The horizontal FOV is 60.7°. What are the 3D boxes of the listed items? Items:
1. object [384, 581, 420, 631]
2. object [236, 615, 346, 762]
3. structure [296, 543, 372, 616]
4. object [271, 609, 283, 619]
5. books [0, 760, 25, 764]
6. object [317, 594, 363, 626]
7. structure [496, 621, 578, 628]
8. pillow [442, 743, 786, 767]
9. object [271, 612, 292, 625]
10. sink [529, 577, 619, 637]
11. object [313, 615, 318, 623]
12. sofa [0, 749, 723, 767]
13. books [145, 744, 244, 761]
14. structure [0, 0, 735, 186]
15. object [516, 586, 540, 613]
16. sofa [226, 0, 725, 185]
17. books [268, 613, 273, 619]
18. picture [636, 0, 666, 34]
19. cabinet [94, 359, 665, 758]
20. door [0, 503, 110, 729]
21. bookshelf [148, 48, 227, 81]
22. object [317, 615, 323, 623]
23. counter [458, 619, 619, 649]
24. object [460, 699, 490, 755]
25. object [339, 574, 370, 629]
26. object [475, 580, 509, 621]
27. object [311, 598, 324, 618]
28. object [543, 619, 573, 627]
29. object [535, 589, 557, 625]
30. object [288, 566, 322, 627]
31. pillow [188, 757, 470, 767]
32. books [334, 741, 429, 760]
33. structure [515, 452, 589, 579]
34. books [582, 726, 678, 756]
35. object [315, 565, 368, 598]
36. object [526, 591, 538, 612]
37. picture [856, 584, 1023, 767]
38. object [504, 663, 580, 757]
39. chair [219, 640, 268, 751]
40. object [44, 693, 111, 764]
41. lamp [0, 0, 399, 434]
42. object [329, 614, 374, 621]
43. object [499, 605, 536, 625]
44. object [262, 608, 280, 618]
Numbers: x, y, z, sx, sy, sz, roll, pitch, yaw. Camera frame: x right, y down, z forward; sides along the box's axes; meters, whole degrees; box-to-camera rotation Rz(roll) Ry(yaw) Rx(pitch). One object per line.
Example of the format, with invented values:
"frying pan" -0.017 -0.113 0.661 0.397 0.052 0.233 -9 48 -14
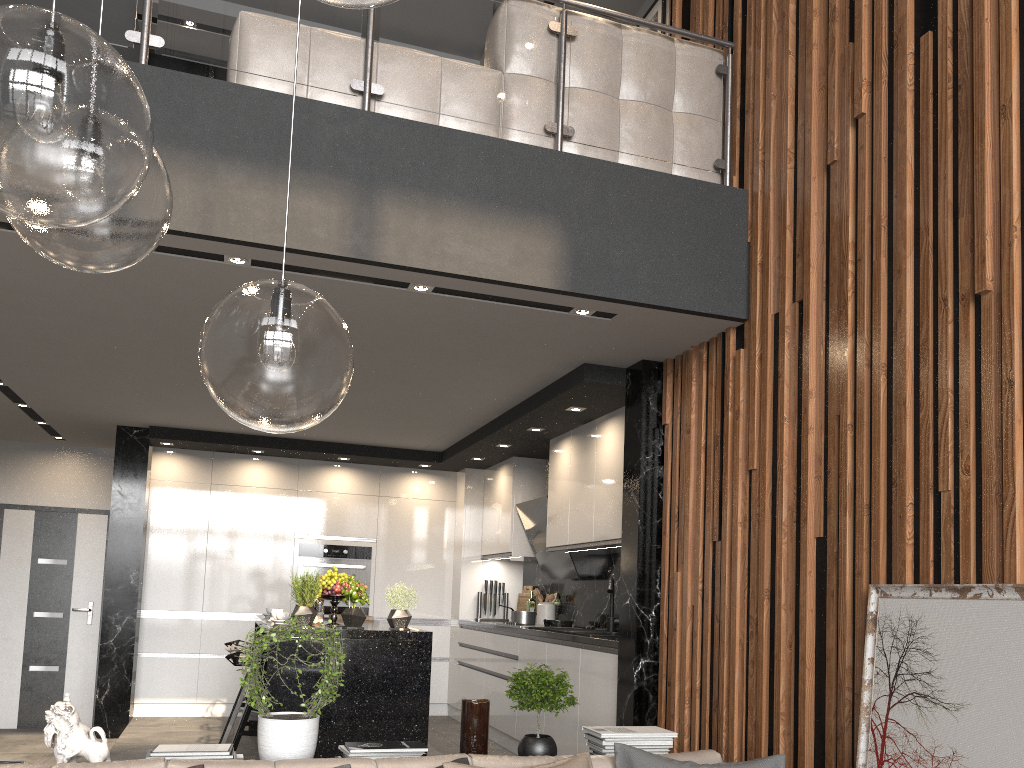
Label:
"object" -0.648 1.297 5.125 0.221 0.279 0.215 3 -8 -5
"object" -0.802 1.120 3.161 0.389 0.566 0.217 8 -8 -37
"structure" -1.702 1.840 8.213 0.657 0.621 0.663 5 -10 -18
"object" -1.563 1.540 5.834 0.077 0.069 0.085 -4 -12 31
"books" -1.750 1.260 2.834 0.294 0.053 0.187 6 -13 -13
"object" -1.085 1.381 5.343 0.369 0.184 0.374 -6 -15 35
"structure" 0.205 1.894 6.843 0.512 0.059 0.612 7 -14 -17
"pillow" 0.477 1.468 2.751 1.382 0.538 0.779 -1 -11 12
"object" -1.378 1.414 5.281 0.156 0.069 0.158 -8 -16 40
"sink" 0.537 1.571 5.903 0.500 0.536 1.135 5 -12 -17
"object" -1.266 1.479 5.517 0.074 0.058 0.062 2 -10 3
"sofa" -0.371 1.443 2.068 3.257 0.803 1.914 7 -13 -18
"books" -1.114 1.323 3.060 0.349 0.098 0.198 7 -13 -18
"structure" -1.484 -1.102 4.995 4.239 0.726 3.445 7 -14 -17
"object" 0.139 1.983 7.888 0.098 0.324 0.408 4 -10 -17
"sofa" -0.371 -1.114 4.834 2.286 0.767 2.333 6 -14 -17
"books" -1.554 1.647 6.197 0.324 0.037 0.176 7 -14 -18
"picture" 0.894 -2.307 6.504 0.025 0.642 1.011 4 -11 -17
"cabinet" -1.113 1.197 6.144 3.634 3.179 6.327 5 -12 -17
"door" -4.318 2.179 8.163 0.978 2.046 0.171 4 -5 -18
"bookshelf" -1.450 -1.315 7.732 3.535 2.473 0.251 6 -6 -18
"object" -1.270 1.492 5.571 0.131 0.058 0.071 6 -11 -18
"counter" 0.338 1.819 6.433 0.612 0.039 3.527 6 -14 -17
"object" -0.144 1.347 3.366 0.109 0.263 0.110 4 -6 -12
"object" -0.905 1.246 5.016 0.179 0.307 0.175 3 -7 -7
"object" -0.174 1.988 8.034 0.323 0.366 0.067 5 -6 -18
"object" -1.505 1.652 6.710 0.152 0.278 0.202 7 -9 -34
"object" 0.310 1.830 6.708 0.356 0.059 0.235 13 -17 -38
"object" 0.288 1.853 7.279 0.175 0.299 0.160 4 -7 -14
"object" -1.158 1.194 4.957 0.197 0.362 0.189 -1 -8 27
"pillow" -0.872 1.329 2.423 1.949 0.490 0.552 7 -11 -19
"books" -0.492 1.391 3.259 0.326 0.097 0.209 6 -13 -18
"structure" 0.336 1.031 6.947 0.415 1.012 0.750 4 -8 -17
"books" 0.470 1.467 3.521 0.334 0.147 0.203 6 -11 -17
"object" -1.074 1.222 5.367 0.349 0.211 0.325 6 -12 -20
"object" 0.179 1.934 7.590 0.090 0.278 0.083 4 -6 -17
"picture" 1.303 1.100 2.637 0.102 0.980 0.741 4 -8 -17
"object" 0.106 1.308 3.457 0.310 0.401 0.276 -3 -9 32
"chair" -1.692 2.095 5.741 0.436 0.721 1.763 4 -13 -17
"object" -1.450 1.183 2.933 0.207 0.285 0.138 2 -7 1
"lamp" -0.473 -2.466 1.216 1.236 4.911 1.245 4 -6 -21
"object" -1.247 1.804 6.771 0.291 0.030 0.409 7 -14 -18
"object" 0.058 1.860 7.039 0.201 0.150 0.354 8 -13 -27
"object" -1.758 1.684 6.439 0.156 0.069 0.158 -8 -16 40
